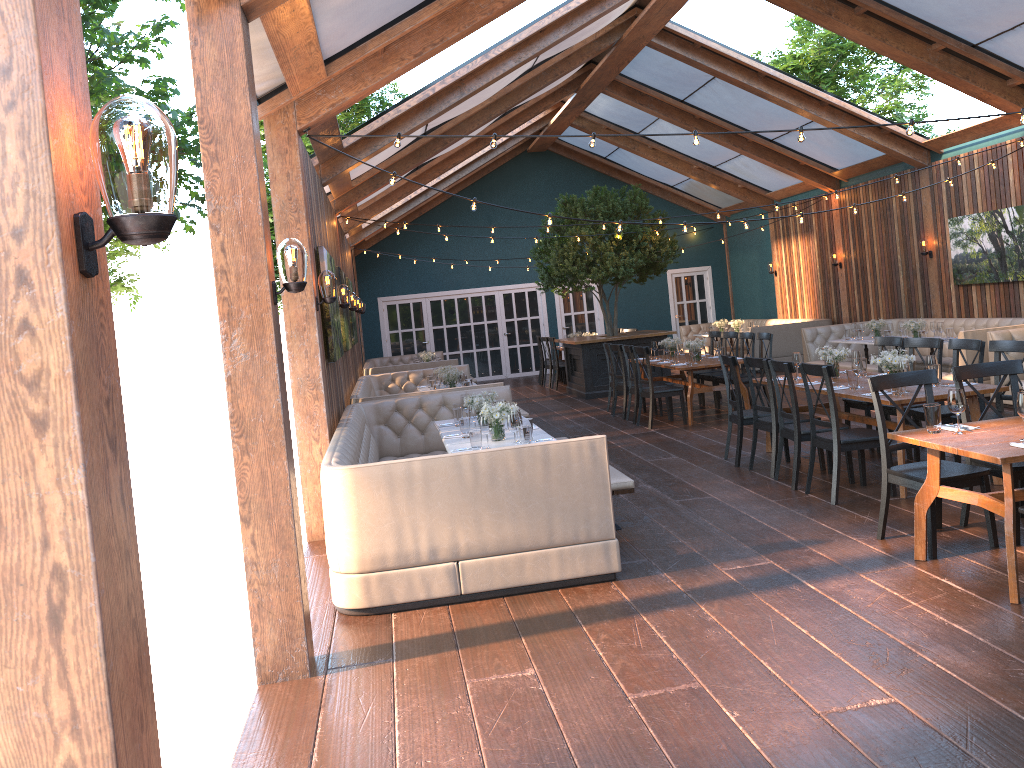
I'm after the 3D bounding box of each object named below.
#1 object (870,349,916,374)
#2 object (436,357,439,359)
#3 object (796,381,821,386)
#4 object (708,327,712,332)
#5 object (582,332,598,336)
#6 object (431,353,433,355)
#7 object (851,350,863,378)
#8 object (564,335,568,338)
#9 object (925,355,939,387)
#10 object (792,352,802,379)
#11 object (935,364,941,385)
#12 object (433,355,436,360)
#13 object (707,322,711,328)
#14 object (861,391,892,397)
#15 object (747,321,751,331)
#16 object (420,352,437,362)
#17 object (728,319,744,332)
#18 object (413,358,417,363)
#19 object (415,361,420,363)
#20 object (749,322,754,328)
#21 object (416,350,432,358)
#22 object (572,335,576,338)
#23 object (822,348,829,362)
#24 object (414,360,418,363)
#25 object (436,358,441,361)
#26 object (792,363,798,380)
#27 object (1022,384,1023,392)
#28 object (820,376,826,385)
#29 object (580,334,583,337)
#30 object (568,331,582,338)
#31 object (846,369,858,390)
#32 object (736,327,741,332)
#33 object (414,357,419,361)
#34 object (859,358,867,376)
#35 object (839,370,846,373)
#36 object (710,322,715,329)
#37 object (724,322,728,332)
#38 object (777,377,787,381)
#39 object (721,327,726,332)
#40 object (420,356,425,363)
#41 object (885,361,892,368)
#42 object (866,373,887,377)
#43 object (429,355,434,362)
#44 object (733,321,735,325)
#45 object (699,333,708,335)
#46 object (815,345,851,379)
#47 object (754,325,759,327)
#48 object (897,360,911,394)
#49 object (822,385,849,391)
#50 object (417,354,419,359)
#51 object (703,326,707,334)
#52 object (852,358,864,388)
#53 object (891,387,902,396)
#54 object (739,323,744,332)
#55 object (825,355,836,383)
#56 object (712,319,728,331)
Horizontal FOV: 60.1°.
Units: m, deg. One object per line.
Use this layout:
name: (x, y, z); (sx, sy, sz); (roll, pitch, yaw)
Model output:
object: (3.046, -0.129, 7.051); (0.330, 0.309, 0.335); (-8, 4, -41)
object: (-1.515, -0.466, 17.812); (0.092, 0.158, 0.092); (-6, 2, -22)
object: (2.659, -0.010, 7.841); (0.255, 0.019, 0.158); (-6, 5, -8)
object: (4.293, -1.159, 19.162); (0.092, 0.158, 0.092); (-6, 2, -22)
object: (1.566, -0.893, 17.662); (0.329, 0.309, 0.337); (-5, 3, 7)
object: (-1.607, -0.491, 17.708); (0.092, 0.244, 0.092); (-4, 2, 40)
object: (3.105, -0.179, 7.956); (0.092, 0.244, 0.092); (-5, 2, 34)
object: (1.165, -0.923, 18.860); (0.092, 0.244, 0.092); (-5, 2, 34)
object: (3.257, -0.100, 6.856); (0.092, 0.244, 0.092); (-5, 2, 34)
object: (2.697, -0.174, 8.363); (0.092, 0.244, 0.092); (-4, 2, 40)
object: (3.321, -0.071, 6.948); (0.091, 0.158, 0.092); (-5, 2, 18)
object: (-1.495, -0.440, 16.985); (0.092, 0.244, 0.092); (-4, 2, 40)
object: (4.344, -1.234, 19.480); (0.092, 0.244, 0.092); (-5, 2, 34)
object: (2.810, 0.067, 6.739); (0.255, 0.019, 0.158); (-6, 5, -8)
object: (4.799, -1.142, 17.883); (0.092, 0.244, 0.092); (-4, 2, 40)
object: (-1.650, -0.487, 17.329); (0.335, 0.309, 0.330); (-4, 4, 34)
object: (4.629, -1.188, 18.236); (0.335, 0.309, 0.330); (-4, 4, 34)
object: (-1.994, -0.455, 18.244); (0.092, 0.158, 0.092); (-6, 2, -22)
object: (-1.777, -0.343, 16.688); (0.092, 0.158, 0.092); (-6, 2, -22)
object: (4.782, -1.120, 17.648); (0.092, 0.244, 0.092); (-4, 2, 40)
object: (-1.783, -0.544, 18.151); (0.337, 0.309, 0.328); (-9, 4, -43)
object: (1.296, -0.888, 18.299); (0.092, 0.244, 0.092); (-5, 2, 34)
object: (3.042, -0.224, 8.542); (0.092, 0.244, 0.092); (-4, 2, 40)
object: (-1.891, -0.399, 17.474); (0.092, 0.158, 0.092); (-6, 2, -22)
object: (-1.405, -0.412, 17.064); (0.092, 0.158, 0.092); (-6, 2, -22)
object: (2.626, -0.116, 8.270); (0.091, 0.158, 0.092); (-4, 3, 38)
object: (2.938, 0.080, 4.747); (0.335, 0.309, 0.330); (-4, 3, 25)
object: (2.723, -0.074, 7.690); (0.091, 0.158, 0.092); (-5, 2, 18)
object: (1.485, -0.972, 19.060); (0.092, 0.244, 0.092); (-5, 2, 34)
object: (1.351, -0.958, 18.674); (0.329, 0.309, 0.336); (-6, 3, -10)
object: (2.760, -0.034, 7.165); (0.091, 0.158, 0.092); (-5, 2, 18)
object: (4.514, -1.047, 17.608); (0.092, 0.158, 0.092); (-6, 2, -22)
object: (-2.012, -0.488, 18.648); (0.092, 0.158, 0.092); (-6, 2, -22)
object: (3.186, -0.153, 8.051); (0.091, 0.158, 0.092); (-5, 2, 18)
object: (3.212, -0.123, 8.491); (0.255, 0.019, 0.158); (-6, 5, -8)
object: (4.366, -1.216, 19.239); (0.092, 0.244, 0.092); (-5, 2, 34)
object: (4.469, -1.160, 18.472); (0.092, 0.244, 0.092); (-4, 2, 40)
object: (2.561, -0.053, 8.432); (0.255, 0.019, 0.158); (-6, 5, -8)
object: (4.396, -1.103, 18.396); (0.092, 0.158, 0.092); (-6, 2, -22)
object: (-1.691, -0.403, 16.787); (0.092, 0.244, 0.092); (-4, 2, 40)
object: (3.197, -0.145, 7.449); (0.092, 0.244, 0.092); (-5, 2, 34)
object: (3.278, -0.079, 7.899); (0.255, 0.019, 0.158); (-6, 5, -8)
object: (-1.519, -0.416, 16.740); (0.092, 0.244, 0.092); (-4, 2, 40)
object: (4.691, -1.195, 18.625); (0.092, 0.244, 0.092); (-4, 2, 40)
object: (4.229, -1.095, 19.314); (0.255, 0.019, 0.158); (-6, 5, -8)
object: (2.944, -0.209, 8.099); (0.328, 0.309, 0.338); (-4, 3, 26)
object: (4.863, -1.079, 17.571); (0.092, 0.158, 0.092); (-6, 2, -22)
object: (2.958, -0.054, 6.670); (0.092, 0.244, 0.092); (-5, 2, 34)
object: (2.696, 0.029, 7.317); (0.255, 0.019, 0.158); (-6, 5, -8)
object: (-1.911, -0.515, 18.343); (0.092, 0.244, 0.092); (-5, 2, 34)
object: (4.272, -1.191, 19.558); (0.092, 0.158, 0.092); (-6, 2, -22)
object: (2.833, -0.091, 7.242); (0.092, 0.244, 0.092); (-5, 2, 34)
object: (2.863, 0.005, 6.594); (0.091, 0.158, 0.092); (-5, 2, 18)
object: (4.587, -1.104, 17.684); (0.092, 0.244, 0.092); (-4, 2, 40)
object: (2.796, -0.130, 7.766); (0.092, 0.244, 0.092); (-5, 2, 34)
object: (4.495, -1.246, 19.057); (0.337, 0.309, 0.328); (-9, 4, -43)
